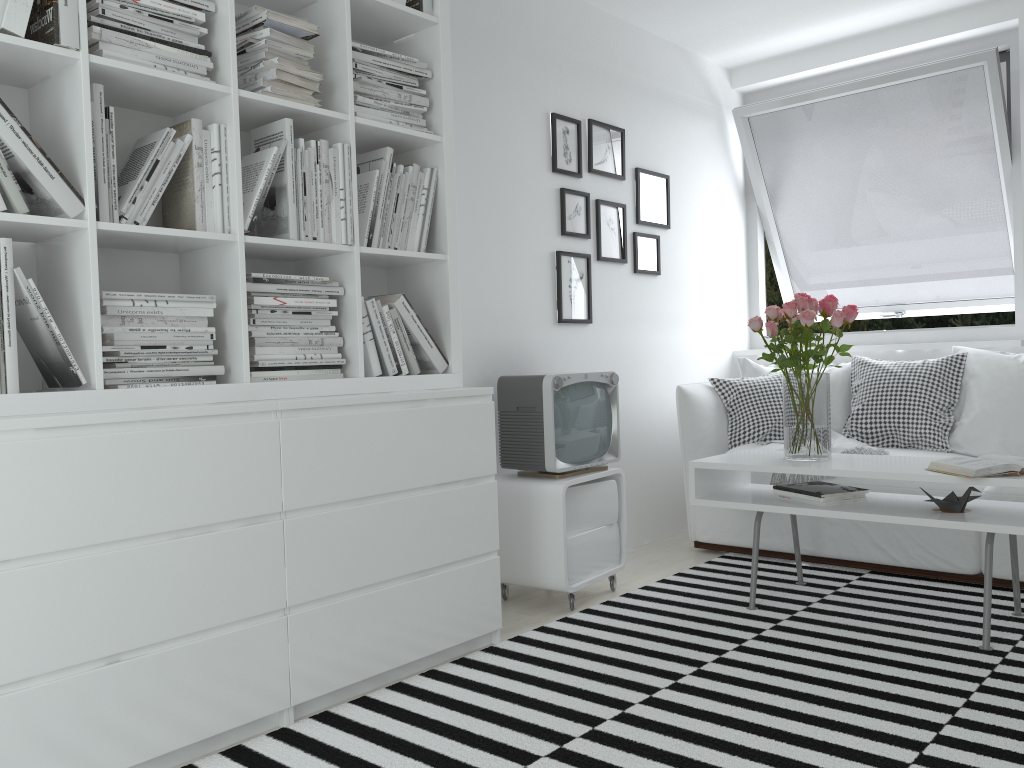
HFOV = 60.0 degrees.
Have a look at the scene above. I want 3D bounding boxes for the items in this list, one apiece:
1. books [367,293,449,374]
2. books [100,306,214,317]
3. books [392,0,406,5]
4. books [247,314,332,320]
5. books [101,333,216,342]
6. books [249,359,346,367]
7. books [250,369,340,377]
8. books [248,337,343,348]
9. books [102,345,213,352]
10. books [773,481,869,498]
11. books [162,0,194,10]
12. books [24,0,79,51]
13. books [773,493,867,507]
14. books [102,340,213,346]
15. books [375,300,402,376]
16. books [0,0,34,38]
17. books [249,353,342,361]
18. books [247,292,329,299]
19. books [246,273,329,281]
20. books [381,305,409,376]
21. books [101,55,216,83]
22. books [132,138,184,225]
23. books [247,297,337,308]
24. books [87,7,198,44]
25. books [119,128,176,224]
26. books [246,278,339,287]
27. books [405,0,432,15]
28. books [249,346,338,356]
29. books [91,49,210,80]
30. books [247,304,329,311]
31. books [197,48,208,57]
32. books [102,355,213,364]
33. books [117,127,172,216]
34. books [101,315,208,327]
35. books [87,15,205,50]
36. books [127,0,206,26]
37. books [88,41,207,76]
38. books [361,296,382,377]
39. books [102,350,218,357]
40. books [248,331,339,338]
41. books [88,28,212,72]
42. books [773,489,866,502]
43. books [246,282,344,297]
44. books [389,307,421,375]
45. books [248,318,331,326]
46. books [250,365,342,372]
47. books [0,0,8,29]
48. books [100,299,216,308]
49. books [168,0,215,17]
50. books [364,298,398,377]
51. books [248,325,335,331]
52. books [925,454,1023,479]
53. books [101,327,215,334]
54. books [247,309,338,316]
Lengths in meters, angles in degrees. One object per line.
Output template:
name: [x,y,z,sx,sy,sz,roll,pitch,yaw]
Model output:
books: [-0.344,-0.155,2.840,0.176,0.255,0.226,-1,2,41]
books: [-0.921,-0.177,2.230,0.174,0.021,0.273,-1,2,41]
books: [-0.397,-1.285,2.820,0.174,0.242,0.105,-1,2,41]
books: [-0.663,-0.186,2.518,0.161,0.012,0.254,-1,2,41]
books: [-0.914,-0.116,2.243,0.167,0.017,0.263,-1,2,41]
books: [-0.646,-0.059,2.527,0.182,0.016,0.288,-1,2,41]
books: [-0.686,-0.030,2.544,0.232,0.014,0.308,-1,2,39]
books: [-0.660,-0.117,2.553,0.180,0.028,0.296,-1,2,41]
books: [-0.923,-0.088,2.228,0.159,0.012,0.285,-1,2,41]
books: [1.093,0.373,3.148,0.207,0.012,0.257,-3,2,-21]
books: [-0.948,-0.945,2.212,0.161,0.013,0.254,-1,2,36]
books: [-1.051,-0.889,2.013,0.176,0.290,0.053,-1,2,41]
books: [1.087,0.401,3.144,0.191,0.014,0.259,-3,2,-22]
books: [-0.911,-0.100,2.233,0.161,0.012,0.254,-1,2,41]
books: [-0.431,-0.138,2.736,0.152,0.232,0.104,-1,2,41]
books: [-1.108,-0.862,1.961,0.174,0.242,0.105,-1,2,41]
books: [-0.658,-0.074,2.529,0.182,0.016,0.288,-1,2,41]
books: [-0.673,-0.244,2.517,0.161,0.013,0.254,-1,2,41]
books: [-0.670,-0.295,2.512,0.161,0.012,0.254,-1,2,41]
books: [-0.415,-0.132,2.761,0.161,0.218,0.101,-1,2,41]
books: [-0.921,-0.760,2.222,0.182,0.016,0.288,-1,2,41]
books: [-0.930,-0.493,2.230,0.167,0.236,0.146,-1,2,41]
books: [-0.662,-0.227,2.521,0.174,0.021,0.273,-1,2,41]
books: [-0.948,-0.872,2.213,0.167,0.017,0.263,-1,2,36]
books: [-0.943,-0.507,2.210,0.159,0.253,0.153,-1,2,41]
books: [-0.657,-0.283,2.521,0.159,0.012,0.285,-1,2,41]
books: [-0.341,-1.312,2.872,0.176,0.290,0.053,-1,2,41]
books: [-0.661,-0.093,2.527,0.174,0.021,0.273,-1,2,41]
books: [-0.937,-0.776,2.227,0.182,0.016,0.288,-1,2,36]
books: [-0.669,-0.211,2.507,0.161,0.013,0.256,-1,2,41]
books: [-0.944,-0.840,2.238,0.288,0.016,0.182,-3,2,-44]
books: [-0.935,-0.060,2.238,0.182,0.016,0.288,-1,2,41]
books: [-0.942,-0.518,2.199,0.161,0.226,0.138,-1,2,41]
books: [-0.946,-0.153,2.226,0.180,0.028,0.296,-1,2,41]
books: [-0.952,-0.855,2.230,0.182,0.016,0.288,-1,2,41]
books: [-0.937,-0.928,2.216,0.174,0.021,0.273,-1,2,41]
books: [-0.935,-0.794,2.222,0.174,0.021,0.273,-1,2,41]
books: [-0.487,-0.139,2.685,0.172,0.239,0.093,-1,2,41]
books: [-0.902,-0.077,2.240,0.161,0.013,0.256,-1,2,41]
books: [-0.669,-0.139,2.543,0.182,0.016,0.288,-1,2,41]
books: [-0.935,-0.817,2.225,0.180,0.028,0.296,-1,2,36]
books: [1.086,0.387,3.148,0.191,0.014,0.254,-3,2,-24]
books: [-0.665,-0.263,2.526,0.176,0.025,0.331,-1,2,41]
books: [-0.385,-0.131,2.787,0.161,0.213,0.118,-1,2,41]
books: [-0.673,-0.171,2.518,0.167,0.017,0.263,-1,2,41]
books: [-0.691,-0.043,2.551,0.251,0.012,0.312,-1,2,42]
books: [-1.139,-0.859,1.935,0.172,0.239,0.093,-1,2,41]
books: [-0.923,-0.196,2.228,0.182,0.016,0.288,-1,2,41]
books: [-0.940,-0.964,2.221,0.176,0.025,0.331,-1,2,41]
books: [-0.450,-0.139,2.710,0.172,0.235,0.112,-1,2,41]
books: [-0.677,-0.155,2.535,0.182,0.016,0.288,-1,2,41]
books: [1.489,0.248,2.716,0.342,0.040,0.231,-2,1,-7]
books: [-0.930,-0.132,2.245,0.182,0.016,0.288,-1,2,41]
books: [-0.661,-0.199,2.530,0.159,0.012,0.285,-1,2,41]
